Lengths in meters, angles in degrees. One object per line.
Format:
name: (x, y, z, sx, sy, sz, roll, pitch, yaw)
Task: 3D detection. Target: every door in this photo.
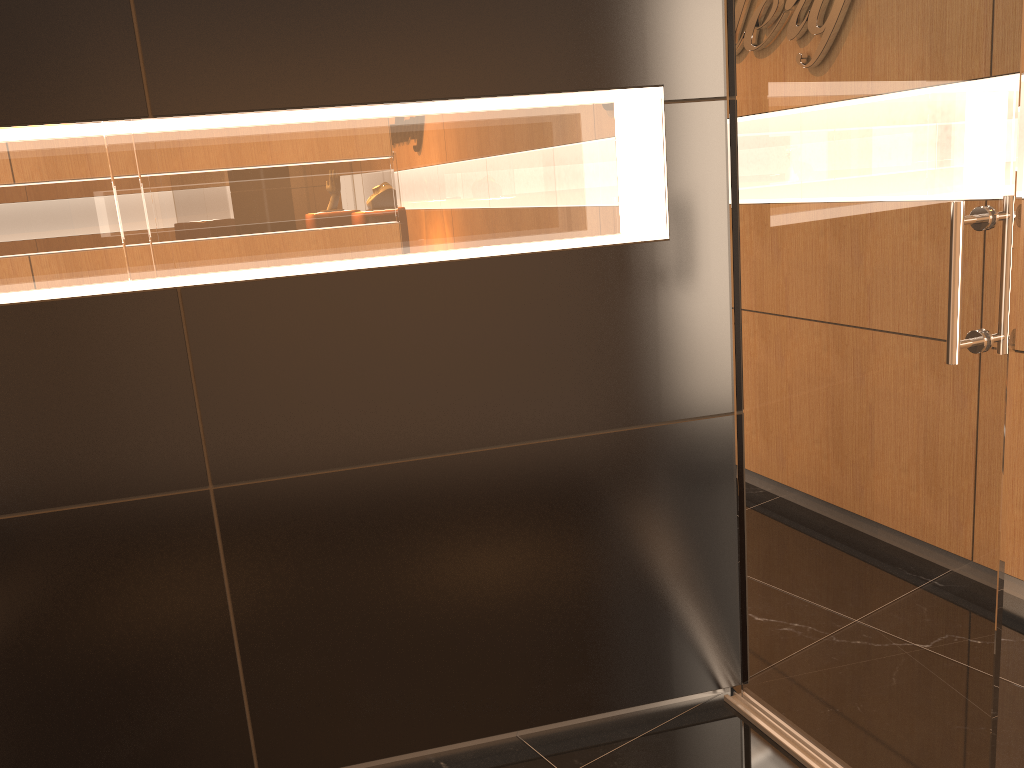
door: (1.120, -0.398, 1.316, 0.098, 3.285, 2.473, -10, 14, -22)
